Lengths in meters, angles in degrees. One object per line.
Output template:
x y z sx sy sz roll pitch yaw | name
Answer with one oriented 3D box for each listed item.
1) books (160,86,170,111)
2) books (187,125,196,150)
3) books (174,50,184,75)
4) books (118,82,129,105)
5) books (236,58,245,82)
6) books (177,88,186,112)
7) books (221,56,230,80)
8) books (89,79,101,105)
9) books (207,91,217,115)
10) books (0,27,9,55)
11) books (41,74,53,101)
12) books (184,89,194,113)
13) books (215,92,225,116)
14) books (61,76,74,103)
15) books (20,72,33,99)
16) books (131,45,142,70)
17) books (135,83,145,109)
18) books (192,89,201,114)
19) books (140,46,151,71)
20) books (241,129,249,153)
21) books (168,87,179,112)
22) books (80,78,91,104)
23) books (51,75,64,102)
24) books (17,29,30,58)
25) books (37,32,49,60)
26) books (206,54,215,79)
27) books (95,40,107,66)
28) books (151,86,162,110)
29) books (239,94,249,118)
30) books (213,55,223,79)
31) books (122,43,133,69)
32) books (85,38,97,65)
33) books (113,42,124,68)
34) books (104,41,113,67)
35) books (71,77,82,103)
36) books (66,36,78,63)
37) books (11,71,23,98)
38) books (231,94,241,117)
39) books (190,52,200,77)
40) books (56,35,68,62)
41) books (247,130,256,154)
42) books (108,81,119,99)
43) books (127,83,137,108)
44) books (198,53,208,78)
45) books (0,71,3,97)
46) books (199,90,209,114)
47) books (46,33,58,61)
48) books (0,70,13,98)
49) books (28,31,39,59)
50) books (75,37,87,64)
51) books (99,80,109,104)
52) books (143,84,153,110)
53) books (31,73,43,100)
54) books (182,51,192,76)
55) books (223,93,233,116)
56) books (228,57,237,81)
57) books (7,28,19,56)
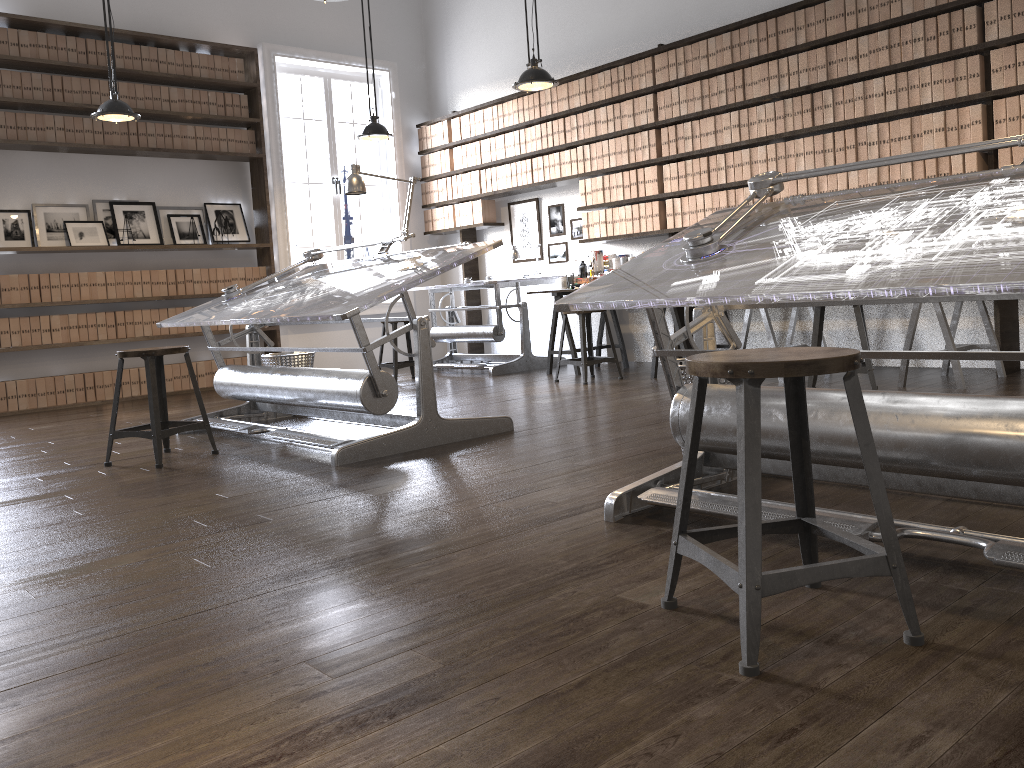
-2.977 -2.398 7.530 0.067 0.225 0.174 -7 5 -41 | books
-2.810 -2.112 7.677 0.067 0.225 0.174 -7 5 -41 | books
-2.893 -2.732 7.614 0.067 0.225 0.174 -7 5 -41 | books
-3.232 -2.359 7.308 0.067 0.225 0.174 -7 5 -41 | books
-2.477 -2.797 7.973 0.067 0.225 0.174 -7 5 -41 | books
-2.878 -2.414 7.622 0.067 0.225 0.174 -7 5 -41 | books
-2.586 -2.780 7.883 0.067 0.225 0.174 -7 5 -41 | books
-3.394 -2.333 7.161 0.067 0.225 0.174 -7 5 -41 | books
-2.670 -2.447 7.801 0.067 0.225 0.174 -7 5 -41 | books
-3.889 -2.576 6.735 0.067 0.225 0.174 -7 5 -41 | books
-3.661 -2.292 6.935 0.067 0.225 0.174 -7 5 -41 | books
-2.825 -2.422 7.662 0.067 0.225 0.174 -7 5 -41 | books
-2.620 -2.455 7.851 0.067 0.225 0.174 -7 5 -41 | books
-3.549 -2.309 7.034 0.067 0.225 0.174 -7 5 -41 | books
-3.767 -2.275 6.842 0.067 0.225 0.174 -7 5 -41 | books
-3.156 -2.691 7.380 0.067 0.225 0.174 -7 5 -41 | books
-3.133 -2.374 7.391 0.067 0.225 0.174 -7 5 -41 | books
-2.779 -2.430 7.711 0.067 0.225 0.174 -7 5 -41 | books
-3.099 -2.700 7.429 0.067 0.225 0.174 -7 5 -41 | books
-2.449 -2.168 7.996 0.067 0.225 0.174 -7 5 -41 | books
-2.924 -2.407 7.579 0.067 0.225 0.174 -7 5 -41 | books
-3.448 -2.324 7.113 0.067 0.225 0.174 -7 5 -41 | books
-3.601 -2.301 6.981 0.067 0.225 0.174 -7 5 -41 | books
-3.781 -2.593 6.828 0.067 0.225 0.174 -7 5 -41 | books
-3.681 -2.608 6.911 0.067 0.225 0.174 -7 5 -41 | books
-2.686 -2.765 7.793 0.067 0.225 0.174 -7 5 -41 | books
-3.365 -2.658 7.198 0.067 0.225 0.174 -7 5 -41 | books
-3.032 -2.390 7.486 0.067 0.225 0.174 -7 5 -41 | books
-2.450 -2.481 7.998 0.067 0.225 0.174 -7 5 -41 | books
-2.633 -2.772 7.834 0.067 0.225 0.174 -7 5 -41 | books
-3.209 -2.683 7.336 0.067 0.225 0.174 -7 5 -41 | books
-3.416 -2.650 7.145 0.067 0.225 0.174 -7 5 -41 | books
-3.259 -2.674 7.287 0.067 0.225 0.174 -7 5 -41 | books
-3.311 -2.666 7.237 0.067 0.225 0.174 -7 5 -41 | books
-3.499 -2.317 7.075 0.067 0.225 0.174 -7 5 -41 | books
-3.526 -2.632 7.050 0.067 0.225 0.174 -7 5 -41 | books
-3.820 -2.267 6.795 0.067 0.225 0.174 -7 5 -41 | books
-2.508 -2.473 7.950 0.067 0.225 0.174 -7 5 -41 | books
-2.785 -2.749 7.702 0.067 0.225 0.174 -7 5 -41 | books
-3.582 -2.624 7.006 0.067 0.225 0.174 -7 5 -41 | books
-2.397 -2.177 8.043 0.067 0.225 0.174 -7 5 -41 | books
-3.285 -2.350 7.259 0.067 0.225 0.174 -7 5 -41 | books
-3.186 -2.366 7.350 0.067 0.225 0.174 -7 5 -41 | books
-2.732 -2.757 7.751 0.067 0.225 0.174 -7 5 -41 | books
-3.919 -2.251 6.706 0.067 0.225 0.174 -7 5 -41 | books
-2.726 -2.438 7.758 0.067 0.225 0.174 -7 5 -41 | books
-3.635 -2.616 6.960 0.067 0.225 0.174 -7 5 -41 | books
-3.866 -2.259 6.746 0.067 0.225 0.174 -7 5 -41 | books
-3.735 -2.600 6.870 0.067 0.225 0.174 -7 5 -41 | books
-3.476 -2.641 7.100 0.067 0.225 0.174 -7 5 -41 | books
-3.342 -2.341 7.211 0.067 0.225 0.174 -7 5 -41 | books
-3.086 -2.382 7.442 0.067 0.225 0.174 -7 5 -41 | books
-3.711 -2.283 6.885 0.067 0.225 0.174 -7 5 -41 | books
-2.840 -2.740 7.658 0.067 0.225 0.174 -7 5 -41 | books
-2.560 -2.464 7.897 0.067 0.225 0.174 -7 5 -41 | books
-2.533 -2.789 7.929 0.067 0.225 0.174 -7 5 -41 | books
-3.833 -2.584 6.779 0.067 0.225 0.174 -7 5 -41 | books
